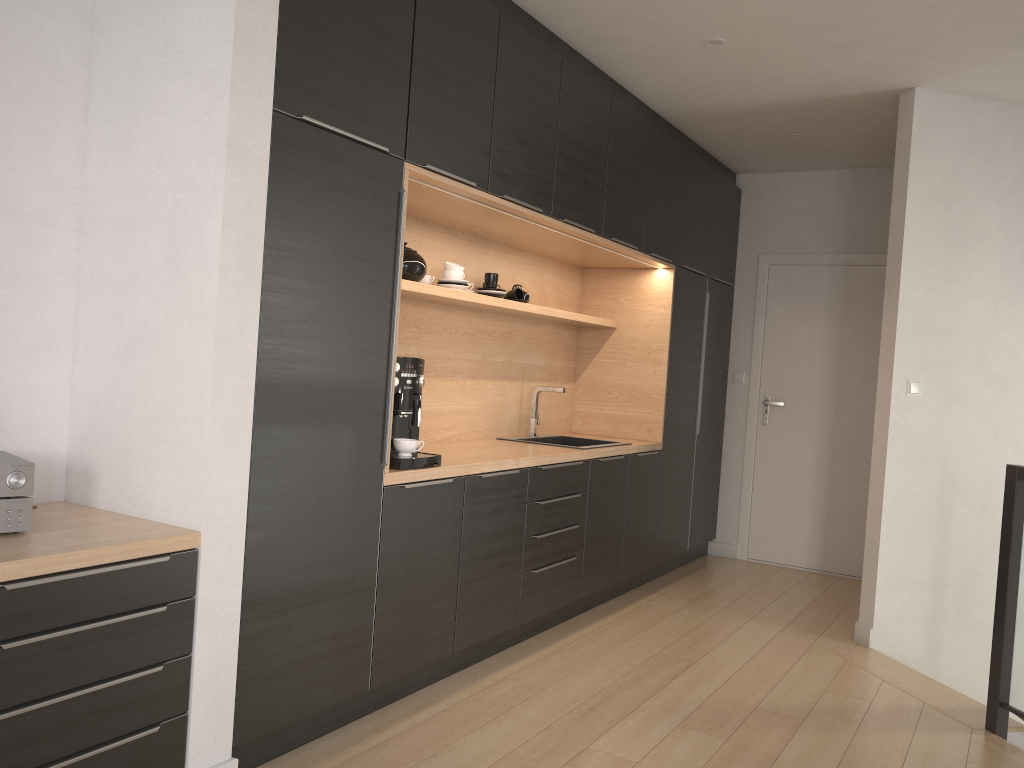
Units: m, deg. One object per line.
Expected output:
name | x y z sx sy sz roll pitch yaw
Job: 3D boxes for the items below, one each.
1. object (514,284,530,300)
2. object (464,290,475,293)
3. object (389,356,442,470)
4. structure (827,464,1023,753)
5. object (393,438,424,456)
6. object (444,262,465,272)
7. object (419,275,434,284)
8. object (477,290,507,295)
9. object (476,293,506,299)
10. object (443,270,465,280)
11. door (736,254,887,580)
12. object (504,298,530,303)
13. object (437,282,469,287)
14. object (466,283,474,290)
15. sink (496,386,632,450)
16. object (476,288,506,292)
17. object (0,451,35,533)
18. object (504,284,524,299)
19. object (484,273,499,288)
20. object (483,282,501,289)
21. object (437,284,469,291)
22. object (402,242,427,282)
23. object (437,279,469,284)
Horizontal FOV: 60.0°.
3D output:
object | 0.045 -0.469 4.589 0.100 0.093 0.066 5 2 40
object | -0.249 -0.432 4.221 0.145 0.025 0.145 5 2 44
object | -0.465 0.090 3.484 0.584 0.398 0.618 5 1 31
structure | 3.299 2.591 2.573 2.823 4.339 4.190 4 1 -15
object | -0.388 0.232 3.237 0.099 0.057 0.095 5 1 33
object | -0.262 -0.511 3.979 0.098 0.075 0.095 5 2 42
object | -0.400 -0.452 3.933 0.099 0.057 0.095 4 1 -12
object | -0.098 -0.435 4.303 0.145 0.025 0.145 5 2 44
object | -0.102 -0.423 4.302 0.145 0.025 0.145 5 2 44
object | -0.265 -0.477 3.984 0.095 0.057 0.099 4 1 3
door | 2.068 0.197 5.955 0.974 2.136 0.085 5 1 30
object | 0.019 -0.420 4.559 0.145 0.025 0.145 5 1 33
object | -0.266 -0.439 3.983 0.145 0.025 0.145 4 1 17
object | -0.248 -0.457 4.221 0.099 0.057 0.095 5 1 28
sink | 0.295 0.281 4.805 0.512 0.518 0.626 5 1 30
object | -0.100 -0.447 4.301 0.145 0.025 0.145 5 2 44
object | -1.357 0.266 2.154 0.285 0.174 0.270 3 2 -45
object | 0.006 -0.465 4.539 0.066 0.093 0.100 3 2 -45
object | -0.101 -0.490 4.294 0.066 0.092 0.084 4 1 -1
object | -0.110 -0.460 4.447 0.084 0.092 0.066 5 1 36
object | -0.267 -0.428 3.981 0.145 0.025 0.145 4 1 17
object | -0.456 -0.509 3.718 0.240 0.171 0.213 3 1 -23
object | -0.265 -0.452 3.980 0.145 0.025 0.145 4 1 17
